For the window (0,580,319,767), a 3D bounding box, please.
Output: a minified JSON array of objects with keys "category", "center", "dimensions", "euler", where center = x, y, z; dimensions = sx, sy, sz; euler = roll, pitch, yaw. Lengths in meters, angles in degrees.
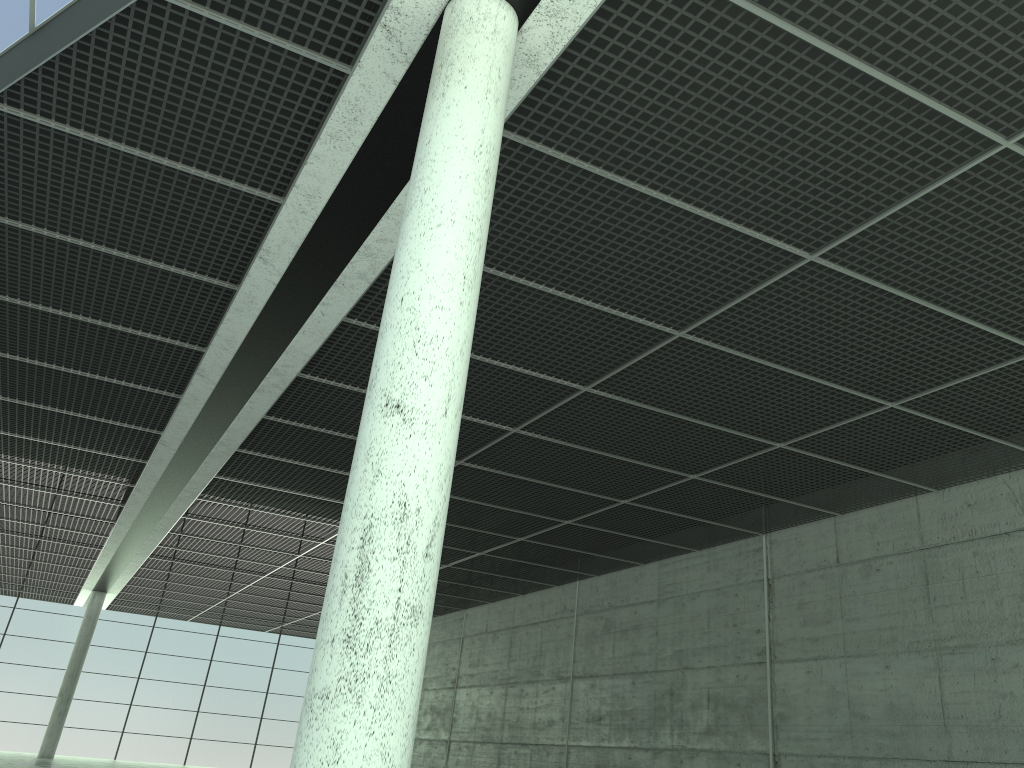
[{"category":"window","center":[-40.633,5.553,32.614],"dimensions":[100.545,16.087,99.763],"euler":[17,-28,-23]}]
